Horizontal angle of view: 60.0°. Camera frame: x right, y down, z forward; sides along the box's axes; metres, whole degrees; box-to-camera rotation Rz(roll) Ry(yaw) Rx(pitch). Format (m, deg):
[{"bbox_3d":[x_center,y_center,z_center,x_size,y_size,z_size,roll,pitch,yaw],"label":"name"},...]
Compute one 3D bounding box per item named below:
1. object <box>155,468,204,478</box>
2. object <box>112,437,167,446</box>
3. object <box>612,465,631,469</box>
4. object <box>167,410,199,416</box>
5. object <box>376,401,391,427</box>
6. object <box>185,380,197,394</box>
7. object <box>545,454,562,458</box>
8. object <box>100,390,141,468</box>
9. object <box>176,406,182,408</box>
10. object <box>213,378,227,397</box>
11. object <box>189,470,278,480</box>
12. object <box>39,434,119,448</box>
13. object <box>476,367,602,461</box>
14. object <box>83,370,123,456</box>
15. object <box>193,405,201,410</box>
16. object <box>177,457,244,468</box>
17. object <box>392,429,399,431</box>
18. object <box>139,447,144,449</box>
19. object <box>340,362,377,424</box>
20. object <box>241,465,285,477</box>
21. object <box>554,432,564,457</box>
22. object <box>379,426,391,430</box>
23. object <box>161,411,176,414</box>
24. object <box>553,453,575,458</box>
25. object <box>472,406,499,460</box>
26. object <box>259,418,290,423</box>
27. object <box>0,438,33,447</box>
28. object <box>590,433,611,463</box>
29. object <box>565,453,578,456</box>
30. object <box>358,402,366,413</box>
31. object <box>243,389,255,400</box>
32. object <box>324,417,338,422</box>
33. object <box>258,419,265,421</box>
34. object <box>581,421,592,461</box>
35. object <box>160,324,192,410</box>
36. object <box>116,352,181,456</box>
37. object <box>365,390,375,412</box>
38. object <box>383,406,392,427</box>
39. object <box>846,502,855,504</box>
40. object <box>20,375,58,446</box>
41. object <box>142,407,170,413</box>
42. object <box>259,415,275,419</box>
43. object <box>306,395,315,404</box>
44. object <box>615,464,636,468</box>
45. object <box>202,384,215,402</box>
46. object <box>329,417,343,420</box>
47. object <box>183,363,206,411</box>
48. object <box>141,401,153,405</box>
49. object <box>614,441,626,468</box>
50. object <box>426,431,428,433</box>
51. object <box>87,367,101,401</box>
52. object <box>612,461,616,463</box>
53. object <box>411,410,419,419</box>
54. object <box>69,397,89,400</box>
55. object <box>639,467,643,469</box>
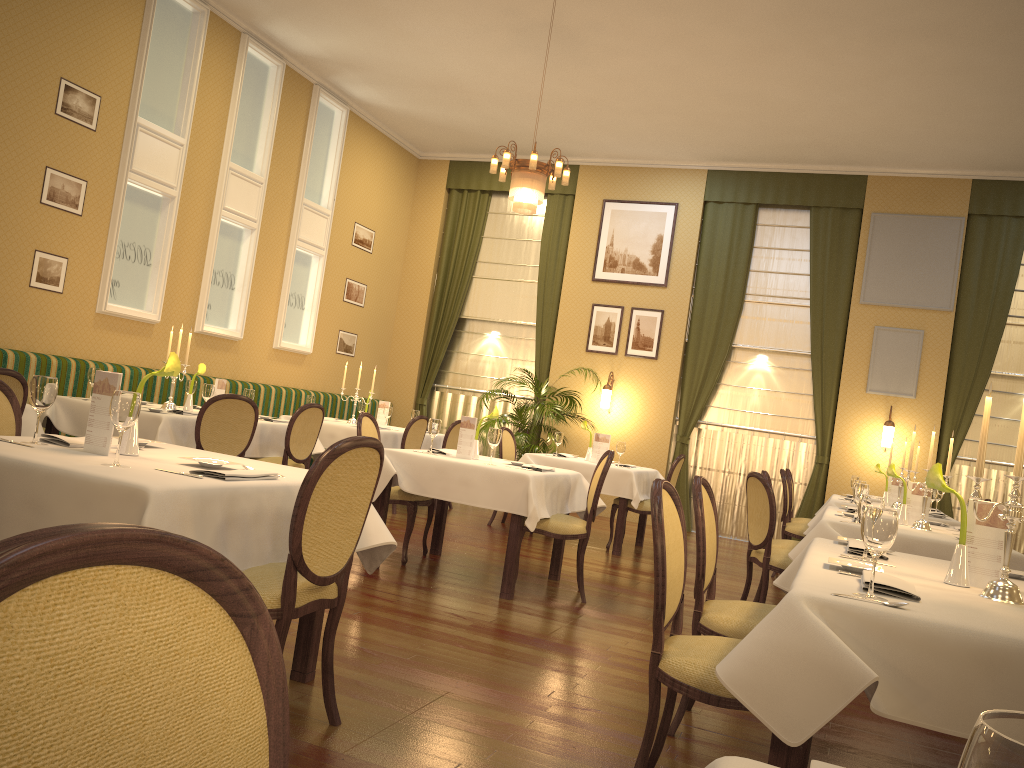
[{"bbox_3d":[-1.026,0.271,2.725,0.185,0.010,0.017,8,-2,21],"label":"object"},{"bbox_3d":[-1.453,0.227,3.427,0.160,0.024,0.160,8,-2,21],"label":"object"},{"bbox_3d":[0.991,0.752,8.076,0.185,0.010,0.017,8,-2,21],"label":"object"},{"bbox_3d":[-2.268,0.202,6.225,0.142,0.033,0.273,8,-2,21],"label":"object"},{"bbox_3d":[-1.387,0.315,9.342,0.166,0.277,0.081,7,-2,38],"label":"object"},{"bbox_3d":[-2.596,0.084,7.143,0.088,0.229,0.088,9,-2,-27],"label":"object"},{"bbox_3d":[0.392,0.670,8.248,0.185,0.010,0.017,8,-2,22],"label":"object"},{"bbox_3d":[-1.187,0.136,2.699,0.088,0.229,0.088,9,-2,-21],"label":"object"},{"bbox_3d":[-2.634,0.186,7.058,0.185,0.010,0.017,8,-2,22],"label":"object"},{"bbox_3d":[-2.288,0.099,6.916,0.081,0.277,0.166,9,-2,-17],"label":"object"},{"bbox_3d":[-0.897,0.291,2.878,0.142,0.024,0.273,8,-2,21],"label":"object"},{"bbox_3d":[-1.519,0.206,3.165,0.142,0.033,0.273,8,-2,21],"label":"object"},{"bbox_3d":[0.272,0.604,10.734,1.496,1.807,1.552,8,-2,2],"label":"object"},{"bbox_3d":[-1.380,0.096,2.991,0.081,0.277,0.166,9,-2,-22],"label":"object"},{"bbox_3d":[-2.528,0.202,7.327,0.142,0.033,0.273,8,-2,21],"label":"object"},{"bbox_3d":[-1.035,0.275,3.044,0.160,0.024,0.160,8,-2,21],"label":"object"},{"bbox_3d":[-1.231,0.459,9.020,0.185,0.010,0.017,8,-2,21],"label":"object"},{"bbox_3d":[-1.447,0.228,3.315,0.181,0.015,0.038,8,-2,23],"label":"object"},{"bbox_3d":[-1.573,0.087,9.001,0.390,0.655,0.131,7,-2,27],"label":"object"},{"bbox_3d":[-0.871,0.305,3.100,0.181,0.015,0.038,8,-2,23],"label":"object"},{"bbox_3d":[0.430,0.568,8.333,0.088,0.229,0.088,9,-2,-21],"label":"object"},{"bbox_3d":[-1.319,0.428,8.742,0.142,0.033,0.273,8,-2,21],"label":"object"},{"bbox_3d":[-2.376,0.188,6.091,0.181,0.015,0.038,8,-2,23],"label":"object"},{"bbox_3d":[0.498,0.686,8.517,0.142,0.033,0.273,8,-2,21],"label":"object"},{"bbox_3d":[-0.186,0.320,5.899,0.163,0.375,0.076,8,-2,-2],"label":"object"},{"bbox_3d":[-1.887,0.292,7.091,0.142,0.024,0.273,8,-2,21],"label":"object"},{"bbox_3d":[-1.625,0.190,2.896,0.185,0.010,0.017,8,-2,22],"label":"object"},{"bbox_3d":[0.810,0.598,8.231,0.166,0.277,0.081,7,-2,28],"label":"object"},{"bbox_3d":[0.564,0.708,8.779,0.160,0.024,0.160,8,-2,21],"label":"object"},{"bbox_3d":[-1.648,0.310,9.660,0.088,0.229,0.088,9,-2,-21],"label":"object"},{"bbox_3d":[-2.049,0.154,6.861,0.088,0.229,0.088,9,-2,-21],"label":"object"},{"bbox_3d":[-1.886,0.351,8.926,0.142,0.033,0.273,8,-2,21],"label":"object"},{"bbox_3d":[-2.016,0.272,6.938,0.185,0.010,0.017,8,-2,21],"label":"object"},{"bbox_3d":[0.715,0.540,8.428,0.163,0.375,0.076,7,-3,43],"label":"object"},{"bbox_3d":[-2.486,-0.132,6.555,0.390,0.655,0.131,7,-2,35],"label":"object"},{"bbox_3d":[-1.255,0.065,3.064,0.163,0.375,0.076,8,-2,-2],"label":"object"},{"bbox_3d":[-1.515,0.244,9.319,0.076,0.375,0.163,8,-2,8],"label":"object"},{"bbox_3d":[-1.259,0.342,8.930,0.088,0.229,0.088,9,-2,-21],"label":"object"},{"bbox_3d":[2.869,1.004,7.465,0.181,0.015,0.038,8,-2,23],"label":"object"},{"bbox_3d":[-1.587,0.088,2.981,0.088,0.229,0.088,9,-2,-21],"label":"object"},{"bbox_3d":[-2.386,0.177,5.928,0.160,0.024,0.160,8,-2,21],"label":"object"},{"bbox_3d":[-2.025,0.276,7.257,0.160,0.024,0.160,8,-2,21],"label":"object"},{"bbox_3d":[-1.997,0.227,8.747,0.088,0.229,0.088,9,-2,-21],"label":"object"},{"bbox_3d":[1.069,0.767,8.321,0.142,0.024,0.273,8,-2,21],"label":"object"},{"bbox_3d":[-2.208,0.116,6.413,0.088,0.229,0.088,9,-2,-21],"label":"object"},{"bbox_3d":[-1.860,0.369,9.239,0.160,0.024,0.160,8,-2,21],"label":"object"},{"bbox_3d":[-2.415,0.023,6.745,0.163,0.375,0.076,7,-3,43],"label":"object"},{"bbox_3d":[-2.809,0.143,6.721,0.160,0.024,0.160,8,-2,21],"label":"object"},{"bbox_3d":[0.972,0.635,7.983,0.088,0.229,0.088,9,-2,-21],"label":"object"},{"bbox_3d":[-0.939,0.518,9.608,0.142,0.024,0.273,8,-2,21],"label":"object"},{"bbox_3d":[-2.945,0.001,6.230,0.088,0.229,0.088,9,-2,-21],"label":"object"},{"bbox_3d":[0.938,0.757,8.618,0.160,0.024,0.160,8,-2,21],"label":"object"},{"bbox_3d":[-1.030,0.390,9.346,0.088,0.229,0.088,9,-2,-21],"label":"object"},{"bbox_3d":[-2.997,0.099,6.146,0.181,0.015,0.038,8,-2,23],"label":"object"},{"bbox_3d":[1.170,0.792,8.517,0.181,0.015,0.038,8,-2,23],"label":"object"}]
